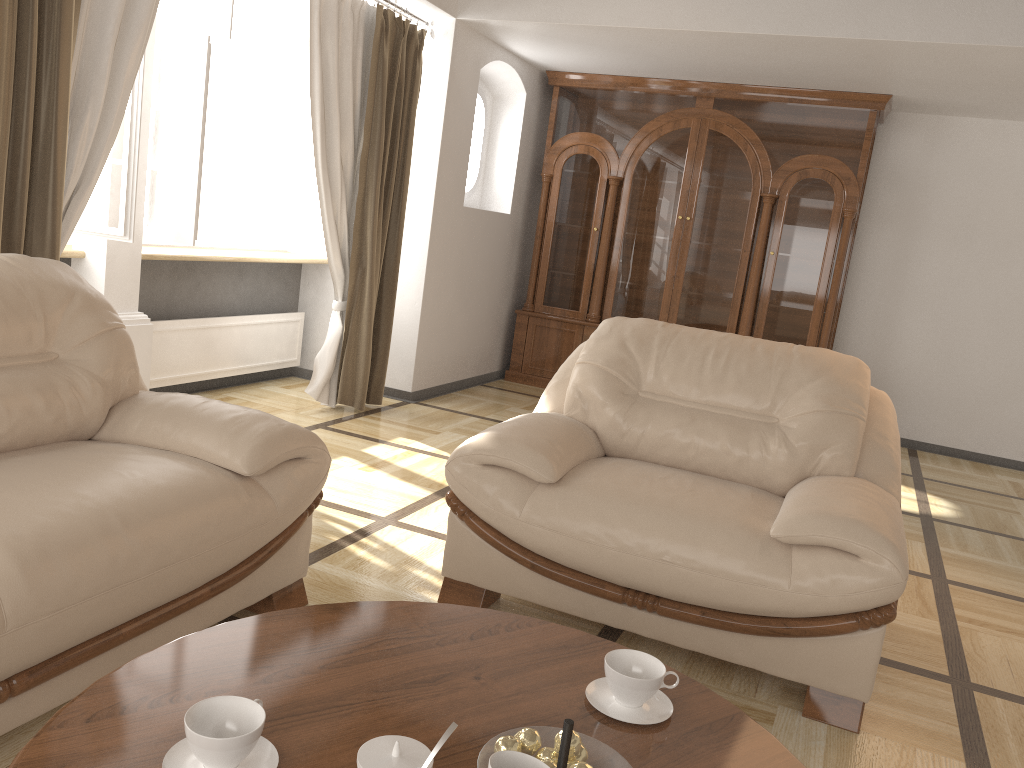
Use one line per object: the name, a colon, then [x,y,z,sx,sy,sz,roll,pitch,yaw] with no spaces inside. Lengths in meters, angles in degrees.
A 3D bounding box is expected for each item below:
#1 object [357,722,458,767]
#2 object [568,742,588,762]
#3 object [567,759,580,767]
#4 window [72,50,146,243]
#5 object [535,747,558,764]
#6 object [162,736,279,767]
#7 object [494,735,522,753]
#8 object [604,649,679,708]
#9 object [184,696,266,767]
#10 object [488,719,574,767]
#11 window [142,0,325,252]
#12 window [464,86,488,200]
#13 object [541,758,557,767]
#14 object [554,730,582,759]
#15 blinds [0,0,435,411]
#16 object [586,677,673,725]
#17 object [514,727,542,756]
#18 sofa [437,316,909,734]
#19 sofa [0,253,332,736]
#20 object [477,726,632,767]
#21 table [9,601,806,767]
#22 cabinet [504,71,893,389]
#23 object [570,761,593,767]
object: [-0.150,0.495,1.144,0.104,0.133,0.178,15,12,35]
object: [0.090,0.540,1.295,0.040,0.039,0.039,14,12,31]
object: [0.084,0.552,1.256,0.040,0.039,0.039,10,10,11]
window: [-2.151,-1.227,2.970,0.784,1.500,1.759,12,11,20]
object: [0.052,0.544,1.279,0.040,0.038,0.039,-2,14,-43]
object: [-0.393,0.514,1.201,0.150,0.010,0.150,9,10,6]
object: [-0.006,0.522,1.266,0.040,0.040,0.038,8,10,0]
object: [0.208,0.509,1.502,0.114,0.071,0.105,15,12,35]
object: [-0.390,0.479,1.200,0.105,0.071,0.114,5,11,-18]
object: [0.008,0.496,1.037,0.119,0.210,0.119,8,10,-2]
window: [-1.389,-1.445,4.795,0.782,1.500,1.653,12,11,21]
window: [-0.331,-1.672,6.118,0.050,0.784,0.600,12,11,21]
object: [0.048,0.527,1.196,0.038,0.039,0.040,9,10,6]
object: [0.080,0.514,1.268,0.038,0.044,0.038,13,11,27]
blinds: [-1.701,-0.718,2.752,0.285,2.294,5.765,12,11,21]
object: [0.199,0.542,1.511,0.150,0.010,0.150,10,10,10]
object: [0.023,0.522,1.293,0.039,0.039,0.041,4,11,-20]
sofa: [0.579,0.297,2.884,1.318,0.900,1.052,12,11,21]
sofa: [-1.369,0.226,1.752,1.051,0.900,2.135,12,11,21]
object: [0.062,0.557,1.232,0.227,0.039,0.227,-2,14,-43]
table: [-0.114,0.744,1.287,1.167,0.392,1.169,11,10,16]
cabinet: [1.272,-0.960,6.470,2.360,2.298,0.587,12,11,21]
object: [0.093,0.529,1.193,0.037,0.041,0.040,-2,14,-45]
